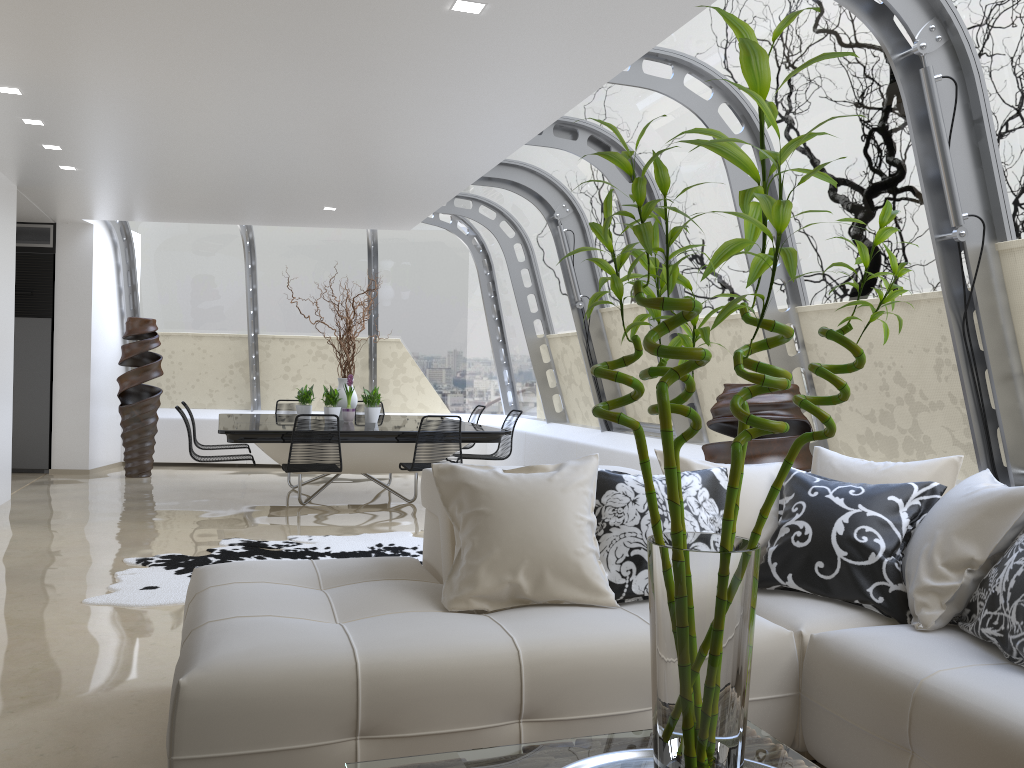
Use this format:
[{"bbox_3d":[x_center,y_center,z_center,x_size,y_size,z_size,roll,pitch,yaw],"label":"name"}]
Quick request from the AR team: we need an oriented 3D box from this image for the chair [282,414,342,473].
[{"bbox_3d":[-1.625,0.489,7.237,0.446,0.519,0.688,1,0,-18],"label":"chair"}]

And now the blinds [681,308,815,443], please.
[{"bbox_3d":[1.716,0.006,6.572,0.329,1.027,1.430,1,0,-18],"label":"blinds"}]

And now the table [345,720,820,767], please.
[{"bbox_3d":[0.238,1.012,1.572,1.007,0.448,0.923,1,0,-18],"label":"table"}]

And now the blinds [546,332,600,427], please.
[{"bbox_3d":[0.756,-0.034,9.498,0.329,1.027,1.430,1,0,-18],"label":"blinds"}]

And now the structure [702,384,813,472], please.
[{"bbox_3d":[1.381,0.624,5.010,0.672,1.258,0.674,1,0,-41],"label":"structure"}]

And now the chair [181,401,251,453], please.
[{"bbox_3d":[-3.055,0.444,9.172,0.688,0.519,0.446,1,0,-18],"label":"chair"}]

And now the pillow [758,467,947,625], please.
[{"bbox_3d":[1.174,0.565,3.172,0.599,0.483,0.405,2,0,40],"label":"pillow"}]

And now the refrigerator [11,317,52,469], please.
[{"bbox_3d":[-5.847,0.100,10.315,1.006,1.742,0.234,1,0,-5],"label":"refrigerator"}]

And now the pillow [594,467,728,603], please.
[{"bbox_3d":[0.514,0.538,3.161,0.604,0.471,0.394,1,0,-2],"label":"pillow"}]

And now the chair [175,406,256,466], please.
[{"bbox_3d":[-2.658,0.461,7.959,0.688,0.519,0.446,1,0,-18],"label":"chair"}]

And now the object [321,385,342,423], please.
[{"bbox_3d":[-1.749,0.191,8.583,0.215,0.369,0.284,1,0,15],"label":"object"}]

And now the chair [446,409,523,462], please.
[{"bbox_3d":[-0.267,0.511,8.744,0.688,0.519,0.446,1,0,-18],"label":"chair"}]

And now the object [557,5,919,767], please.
[{"bbox_3d":[0.376,0.030,1.626,0.673,1.546,0.584,1,0,21],"label":"object"}]

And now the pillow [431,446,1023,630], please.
[{"bbox_3d":[1.382,0.531,2.562,3.322,0.530,1.656,2,0,42],"label":"pillow"}]

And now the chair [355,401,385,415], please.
[{"bbox_3d":[-1.652,0.468,10.521,0.446,0.519,0.688,1,0,-18],"label":"chair"}]

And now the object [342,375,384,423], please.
[{"bbox_3d":[-1.465,0.146,8.816,0.417,0.476,0.238,1,0,10],"label":"object"}]

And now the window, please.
[{"bbox_3d":[-5.305,-0.361,4.775,16.693,3.674,16.171,1,0,-12],"label":"window"}]

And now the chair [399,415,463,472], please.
[{"bbox_3d":[-0.677,0.509,7.548,0.446,0.519,0.688,1,0,-18],"label":"chair"}]

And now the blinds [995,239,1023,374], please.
[{"bbox_3d":[2.647,-0.048,3.647,0.387,1.214,1.376,1,0,-18],"label":"blinds"}]

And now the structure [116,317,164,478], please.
[{"bbox_3d":[-4.283,0.159,10.205,0.498,1.843,0.493,1,0,-7],"label":"structure"}]

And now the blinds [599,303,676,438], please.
[{"bbox_3d":[1.211,-0.108,8.023,0.387,1.214,1.376,1,0,-18],"label":"blinds"}]

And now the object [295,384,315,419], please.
[{"bbox_3d":[-2.080,0.181,8.929,0.215,0.369,0.284,1,0,20],"label":"object"}]

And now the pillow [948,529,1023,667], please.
[{"bbox_3d":[1.543,0.547,2.510,0.382,0.467,0.608,1,0,1],"label":"pillow"}]

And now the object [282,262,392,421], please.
[{"bbox_3d":[-1.801,-0.403,8.890,1.031,1.549,1.135,1,0,-26],"label":"object"}]

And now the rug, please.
[{"bbox_3d":[-0.873,1.168,5.600,3.220,0.008,2.705,1,0,-18],"label":"rug"}]

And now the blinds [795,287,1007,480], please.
[{"bbox_3d":[2.196,0.026,5.109,0.329,1.027,1.430,1,0,-18],"label":"blinds"}]

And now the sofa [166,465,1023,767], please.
[{"bbox_3d":[0.900,0.804,2.049,3.257,0.866,4.169,1,0,-18],"label":"sofa"}]

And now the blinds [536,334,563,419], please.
[{"bbox_3d":[0.361,0.477,11.186,0.663,2.118,1.829,1,0,-18],"label":"blinds"}]

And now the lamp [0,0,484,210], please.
[{"bbox_3d":[-4.892,-1.807,2.861,9.775,0.004,9.928,1,0,-17],"label":"lamp"}]

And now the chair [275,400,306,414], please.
[{"bbox_3d":[-2.532,0.450,10.233,0.446,0.519,0.688,1,0,-18],"label":"chair"}]

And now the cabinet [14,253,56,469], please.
[{"bbox_3d":[-6.456,-0.256,10.566,2.252,2.558,0.831,1,0,-4],"label":"cabinet"}]

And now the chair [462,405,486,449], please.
[{"bbox_3d":[-0.665,0.494,9.956,0.688,0.519,0.446,1,0,-18],"label":"chair"}]

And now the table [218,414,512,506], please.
[{"bbox_3d":[-1.645,0.755,8.912,2.494,0.759,3.031,1,0,-18],"label":"table"}]
